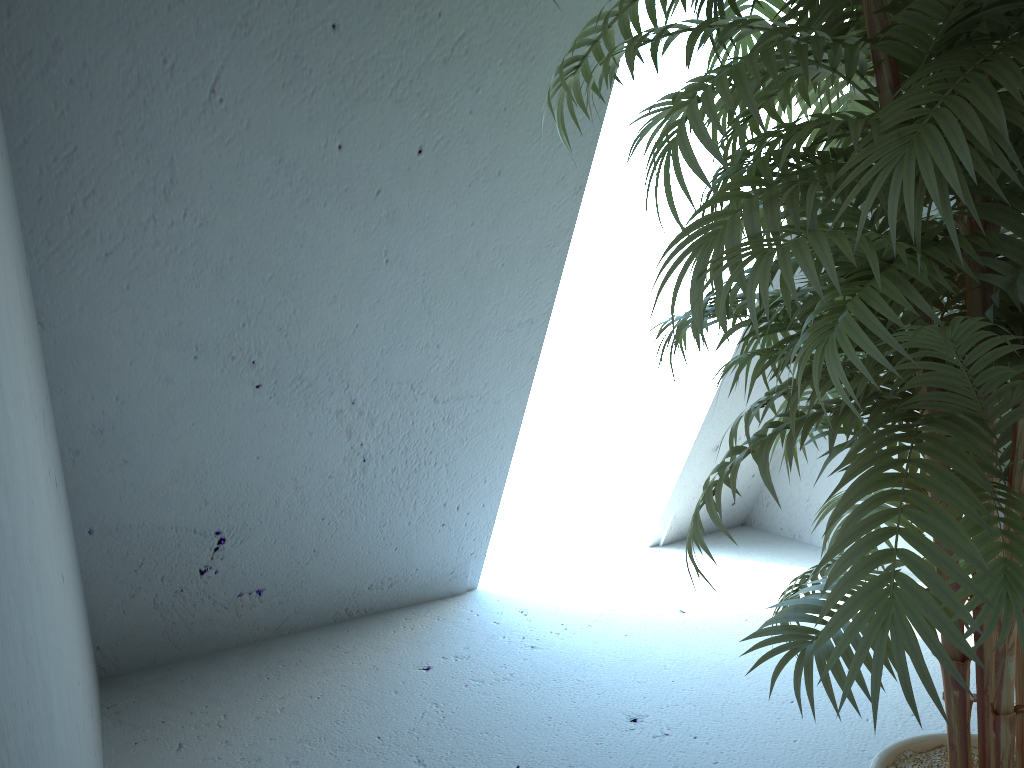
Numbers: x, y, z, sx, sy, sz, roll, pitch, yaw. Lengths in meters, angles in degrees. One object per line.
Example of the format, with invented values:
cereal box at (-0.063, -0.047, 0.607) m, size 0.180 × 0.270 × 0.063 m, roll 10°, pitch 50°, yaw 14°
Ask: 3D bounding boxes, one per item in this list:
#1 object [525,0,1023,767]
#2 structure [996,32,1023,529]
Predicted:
object at (0.539, -0.237, 1.071) m, size 1.020 × 2.034 × 0.980 m, roll -2°, pitch 6°, yaw 23°
structure at (2.005, -0.464, 1.686) m, size 1.184 × 2.114 × 1.835 m, roll -8°, pitch 6°, yaw -25°
